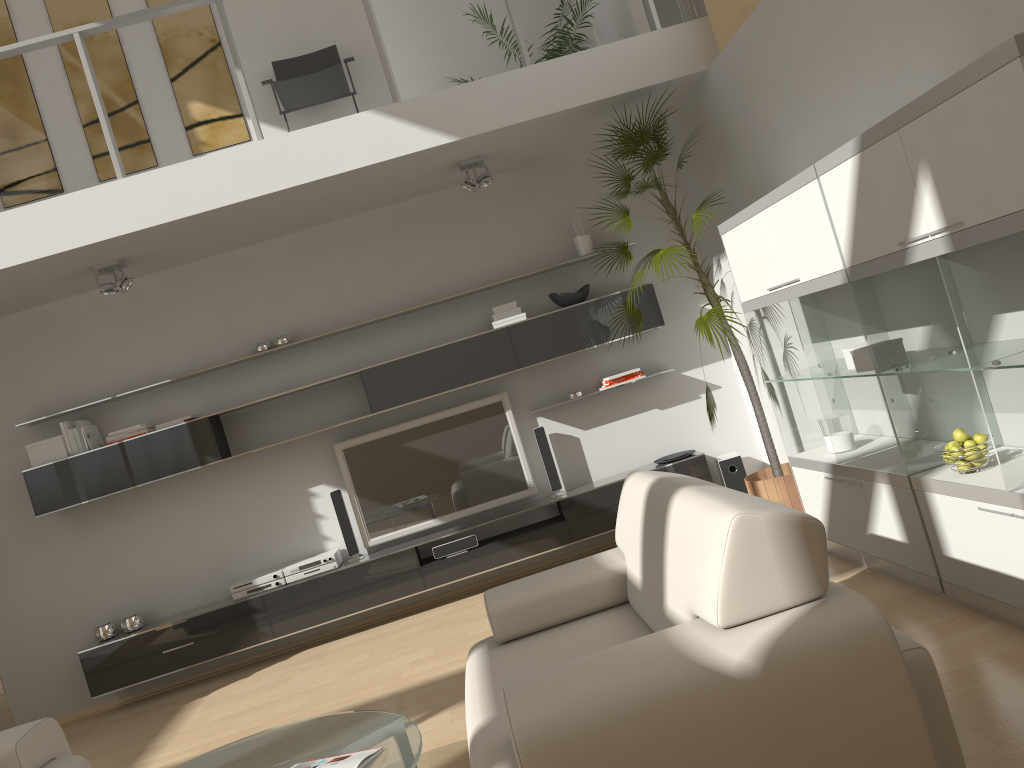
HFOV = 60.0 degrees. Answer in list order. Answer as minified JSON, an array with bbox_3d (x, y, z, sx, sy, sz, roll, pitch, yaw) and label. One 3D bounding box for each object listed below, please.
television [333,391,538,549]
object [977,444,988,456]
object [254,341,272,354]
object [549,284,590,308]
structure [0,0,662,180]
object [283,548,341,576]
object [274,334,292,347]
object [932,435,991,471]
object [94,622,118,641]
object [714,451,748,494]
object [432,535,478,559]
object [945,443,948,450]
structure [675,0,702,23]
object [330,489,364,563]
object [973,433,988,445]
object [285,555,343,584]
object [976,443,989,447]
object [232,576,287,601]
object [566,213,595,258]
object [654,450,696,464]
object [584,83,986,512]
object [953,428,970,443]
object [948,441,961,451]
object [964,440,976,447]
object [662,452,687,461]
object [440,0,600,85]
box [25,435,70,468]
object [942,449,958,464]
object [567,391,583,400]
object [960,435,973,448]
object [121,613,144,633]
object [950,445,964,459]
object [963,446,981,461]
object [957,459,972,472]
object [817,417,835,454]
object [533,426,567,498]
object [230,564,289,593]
[{"bbox_3d":[-0.517,0.580,6.052,1.224,0.735,0.096,-17,0,-4],"label":"television"},{"bbox_3d":[1.673,0.235,3.157,0.039,0.040,0.040,-17,0,-13],"label":"object"},{"bbox_3d":[-1.673,-0.244,5.958,0.115,0.081,0.115,-17,0,-24],"label":"object"},{"bbox_3d":[0.406,-0.590,6.044,0.317,0.125,0.223,-17,0,-26],"label":"object"},{"bbox_3d":[-1.568,-1.788,5.050,5.400,0.900,0.080,-17,0,-4],"label":"structure"},{"bbox_3d":[-1.323,1.184,5.879,0.349,0.049,0.262,-17,0,-4],"label":"object"},{"bbox_3d":[-1.530,-0.287,5.927,0.115,0.081,0.115,-17,0,-24],"label":"object"},{"bbox_3d":[1.643,0.263,3.204,0.206,0.105,0.206,-17,0,41],"label":"object"},{"bbox_3d":[-2.658,1.622,5.800,0.143,0.091,0.143,-17,0,28],"label":"object"},{"bbox_3d":[1.524,0.676,6.064,0.150,0.374,0.275,-17,0,6],"label":"object"},{"bbox_3d":[-0.373,1.078,5.860,0.300,0.092,0.085,-17,0,-4],"label":"object"},{"bbox_3d":[1.620,0.238,3.256,0.054,0.048,0.055,-17,0,-11],"label":"object"},{"bbox_3d":[0.774,-3.290,5.418,0.122,2.400,0.121,-17,0,38],"label":"structure"},{"bbox_3d":[-1.114,0.943,5.933,0.111,0.483,0.116,-17,0,-8],"label":"object"},{"bbox_3d":[1.676,0.196,3.170,0.047,0.045,0.047,-17,0,-4],"label":"object"},{"bbox_3d":[-1.309,1.230,5.885,0.349,0.049,0.250,-17,0,-4],"label":"object"},{"bbox_3d":[1.693,0.226,3.196,0.047,0.045,0.047,-17,0,0],"label":"object"},{"bbox_3d":[-1.647,1.334,5.851,0.349,0.049,0.262,-17,0,-4],"label":"object"},{"bbox_3d":[0.479,-1.013,6.100,0.129,0.291,0.129,-17,0,-32],"label":"object"},{"bbox_3d":[1.114,0.503,6.060,0.294,0.020,0.294,-17,0,35],"label":"object"},{"bbox_3d":[1.324,-0.458,4.587,0.983,2.668,2.706,-17,0,-24],"label":"object"},{"bbox_3d":[1.625,0.186,3.211,0.055,0.056,0.055,-17,0,-4],"label":"object"},{"bbox_3d":[1.596,0.226,3.202,0.044,0.043,0.040,-17,0,10],"label":"object"},{"bbox_3d":[1.644,0.218,3.182,0.040,0.038,0.040,-17,0,-33],"label":"object"},{"bbox_3d":[1.113,0.501,6.060,0.178,0.020,0.178,-17,0,-21],"label":"object"},{"bbox_3d":[0.177,-2.413,6.546,1.331,1.069,1.491,-17,0,-7],"label":"object"},{"bbox_3d":[-2.968,0.432,5.750,0.232,0.149,0.232,-17,0,-4],"label":"box"},{"bbox_3d":[1.593,0.263,3.223,0.054,0.055,0.053,-17,0,-40],"label":"object"},{"bbox_3d":[0.432,0.079,6.081,0.106,0.035,0.105,-17,0,31],"label":"object"},{"bbox_3d":[1.664,0.211,3.234,0.050,0.054,0.055,-17,0,-35],"label":"object"},{"bbox_3d":[-2.489,1.570,5.814,0.143,0.091,0.143,-17,0,28],"label":"object"},{"bbox_3d":[1.587,0.242,3.161,0.047,0.048,0.047,-17,0,-42],"label":"object"},{"bbox_3d":[1.633,0.246,3.153,0.058,0.058,0.058,-17,0,-38],"label":"object"},{"bbox_3d":[1.623,0.292,3.185,0.048,0.048,0.048,-17,0,7],"label":"object"},{"bbox_3d":[1.591,0.242,4.331,0.130,0.177,0.172,-17,0,-15],"label":"object"},{"bbox_3d":[0.249,0.526,6.050,0.111,0.483,0.116,-17,0,2],"label":"object"},{"bbox_3d":[-1.661,1.287,5.851,0.349,0.049,0.262,-17,0,-4],"label":"object"}]
